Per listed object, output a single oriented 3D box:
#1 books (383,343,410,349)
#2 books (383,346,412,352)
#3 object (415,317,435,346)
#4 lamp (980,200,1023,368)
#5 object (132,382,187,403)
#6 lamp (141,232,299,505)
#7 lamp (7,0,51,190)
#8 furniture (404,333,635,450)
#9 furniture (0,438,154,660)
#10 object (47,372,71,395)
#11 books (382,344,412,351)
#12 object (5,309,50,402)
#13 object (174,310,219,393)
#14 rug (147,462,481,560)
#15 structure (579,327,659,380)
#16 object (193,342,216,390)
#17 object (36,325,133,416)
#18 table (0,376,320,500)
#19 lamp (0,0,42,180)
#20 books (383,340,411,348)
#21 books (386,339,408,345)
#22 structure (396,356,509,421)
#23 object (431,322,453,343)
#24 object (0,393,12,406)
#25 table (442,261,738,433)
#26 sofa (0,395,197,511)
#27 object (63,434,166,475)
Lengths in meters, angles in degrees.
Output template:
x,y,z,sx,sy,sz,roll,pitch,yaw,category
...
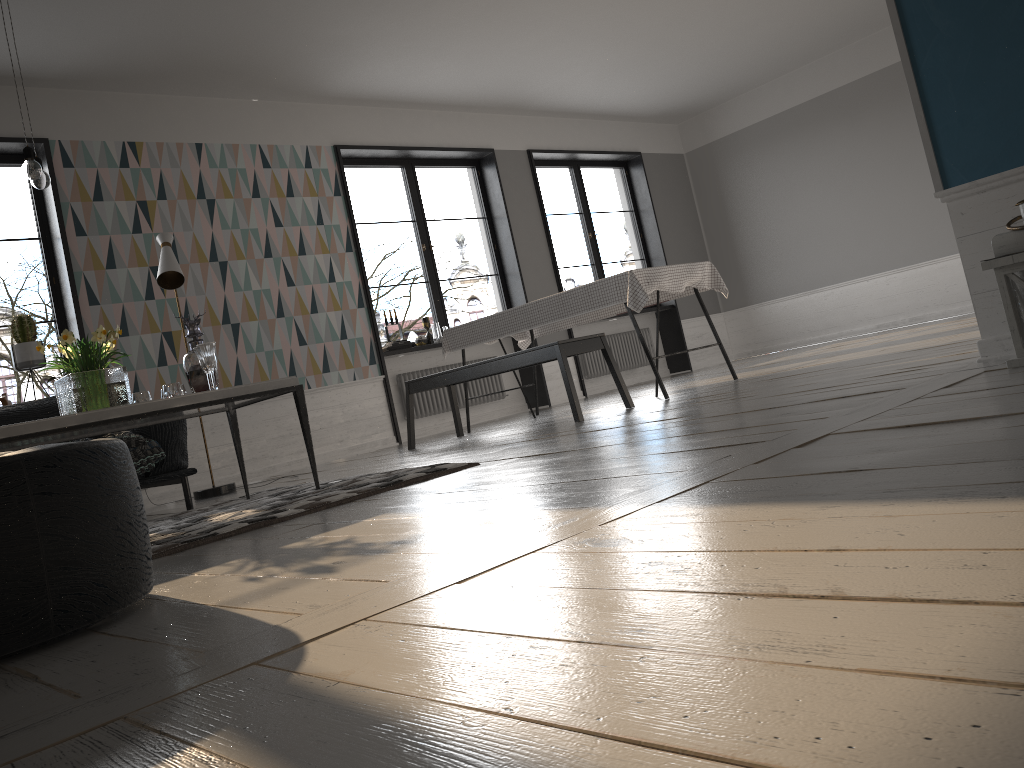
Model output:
x,y,z,sx,sy,sz,roll,pitch,yaw,category
-1.030,-0.323,7.740,0.217,0.011,0.172,-12,0,-36,books
-1.029,-0.293,7.729,0.269,0.011,0.160,-12,0,-39,books
-0.801,-0.468,7.958,0.195,0.258,0.114,-11,-4,-32,object
1.598,-0.322,2.603,0.288,0.479,0.284,-10,-4,-43,lamp
-1.493,0.053,3.884,0.277,0.088,0.247,-13,-1,26,object
-2.080,-0.122,5.878,0.683,1.709,1.235,-9,-4,-43,lamp
-1.474,-1.685,3.478,1.389,1.543,0.074,-13,-4,17,lamp
-0.049,0.067,5.559,0.468,0.457,1.654,-11,-2,-42,furniture
-1.095,0.336,1.695,0.729,0.358,0.739,-13,-1,35,furniture
-2.972,0.031,5.876,0.172,0.204,0.244,-10,-3,-39,object
-1.036,-0.306,7.737,0.273,0.019,0.182,-12,0,-42,books
-3.166,-0.165,5.796,0.227,0.673,0.236,-14,-4,19,object
-1.443,-0.133,4.071,0.149,0.419,0.154,-11,-4,-22,object
-1.619,0.628,3.217,2.542,0.034,1.754,-12,0,-42,rug
1.181,-0.348,9.810,1.230,0.430,0.147,-12,-3,-44,structure
-1.325,-0.059,3.874,0.083,0.228,0.166,-10,-3,-30,object
-1.711,-0.040,3.553,0.354,0.352,0.322,-11,-3,-39,object
-1.606,0.380,3.501,1.465,0.513,0.725,-12,-1,-42,table
-1.438,-1.694,3.345,1.389,1.543,0.074,-13,-4,17,lamp
-1.012,-0.344,7.752,0.199,0.022,0.161,-12,0,-41,books
-1.011,-0.364,7.753,0.154,0.017,0.122,-12,0,-40,books
-0.543,0.029,8.244,1.230,0.430,0.147,-12,-3,-44,structure
-0.619,-0.475,8.129,0.269,0.193,0.152,-11,-3,-42,object
-3.505,0.049,5.527,0.666,0.411,0.133,-11,-3,-40,object
0.476,-0.217,6.120,0.937,0.787,2.007,-11,-2,-42,table
-2.811,0.511,4.240,2.354,0.801,0.961,-12,-2,-42,sofa
-2.173,0.395,4.427,0.486,0.330,0.670,-14,-2,44,object
